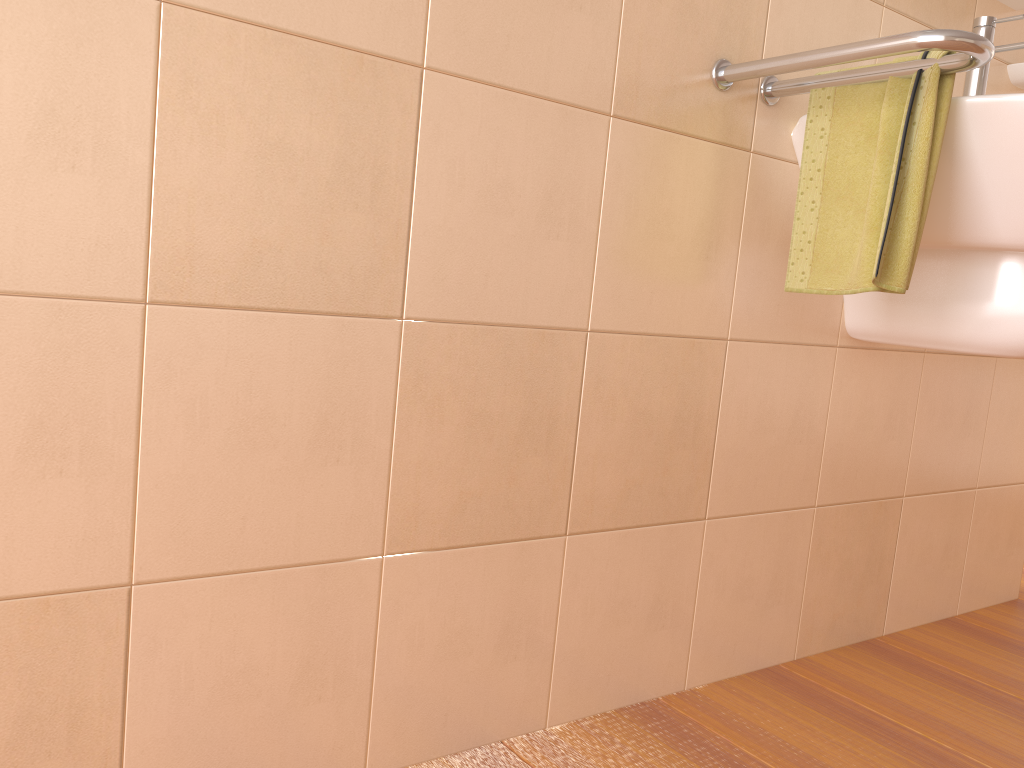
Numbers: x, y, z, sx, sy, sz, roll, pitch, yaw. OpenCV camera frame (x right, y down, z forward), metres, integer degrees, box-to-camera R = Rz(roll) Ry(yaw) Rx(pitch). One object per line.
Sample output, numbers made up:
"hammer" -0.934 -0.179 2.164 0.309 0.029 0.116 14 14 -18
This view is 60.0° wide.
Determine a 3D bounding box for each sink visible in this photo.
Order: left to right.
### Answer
"sink" 0.811 -0.288 1.274 0.683 0.516 0.539 1 8 -36

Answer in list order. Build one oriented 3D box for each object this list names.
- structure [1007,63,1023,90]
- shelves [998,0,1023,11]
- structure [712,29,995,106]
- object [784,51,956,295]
"structure" 0.970 -0.560 1.617 0.117 0.029 0.092 1 8 -36
"shelves" 0.731 -0.695 1.392 0.554 0.050 0.138 1 8 -36
"structure" 0.419 -0.393 1.097 0.142 0.042 0.333 1 8 -36
"object" 0.456 -0.264 1.141 0.085 0.306 0.181 3 7 -20
